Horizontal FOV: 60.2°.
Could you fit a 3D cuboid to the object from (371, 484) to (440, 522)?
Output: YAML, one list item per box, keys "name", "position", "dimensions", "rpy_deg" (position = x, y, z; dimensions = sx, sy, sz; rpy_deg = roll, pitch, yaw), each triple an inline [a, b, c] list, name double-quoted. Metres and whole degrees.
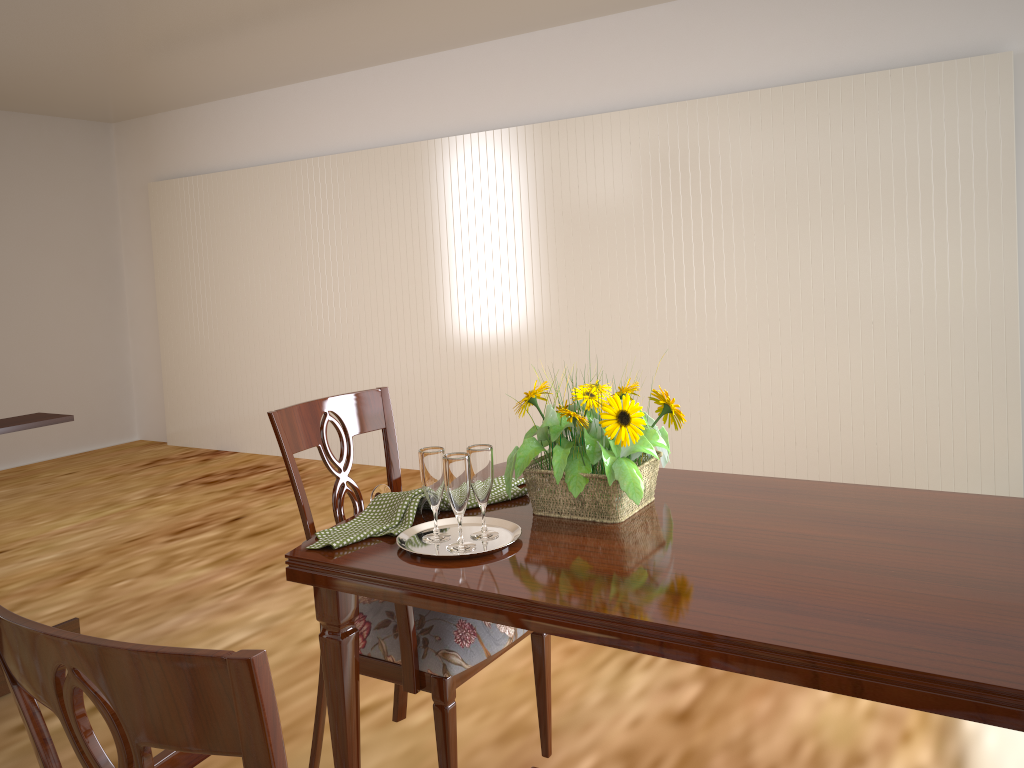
- name: "object"
  position: [-0.192, 0.213, 1.586]
  dimensions: [0.047, 0.046, 0.146]
  rpy_deg: [-8, 9, -44]

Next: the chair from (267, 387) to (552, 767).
- name: "chair"
  position: [-0.187, 0.405, 1.738]
  dimensions: [0.459, 0.742, 0.407]
  rpy_deg: [0, 5, 33]

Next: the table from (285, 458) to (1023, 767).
- name: "table"
  position: [0.510, 0.516, 1.305]
  dimensions: [1.678, 0.555, 0.740]
  rpy_deg: [1, 8, 32]

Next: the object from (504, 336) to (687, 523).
- name: "object"
  position: [0.158, 0.083, 1.577]
  dimensions: [0.298, 0.336, 0.320]
  rpy_deg: [-1, 6, 24]

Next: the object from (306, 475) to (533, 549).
- name: "object"
  position: [-0.151, 0.205, 1.606]
  dimensions: [0.531, 0.056, 0.167]
  rpy_deg: [-10, 10, -44]

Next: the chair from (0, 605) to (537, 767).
- name: "chair"
  position: [-0.206, 0.522, 0.873]
  dimensions: [0.404, 0.742, 0.462]
  rpy_deg: [-1, 5, 29]
